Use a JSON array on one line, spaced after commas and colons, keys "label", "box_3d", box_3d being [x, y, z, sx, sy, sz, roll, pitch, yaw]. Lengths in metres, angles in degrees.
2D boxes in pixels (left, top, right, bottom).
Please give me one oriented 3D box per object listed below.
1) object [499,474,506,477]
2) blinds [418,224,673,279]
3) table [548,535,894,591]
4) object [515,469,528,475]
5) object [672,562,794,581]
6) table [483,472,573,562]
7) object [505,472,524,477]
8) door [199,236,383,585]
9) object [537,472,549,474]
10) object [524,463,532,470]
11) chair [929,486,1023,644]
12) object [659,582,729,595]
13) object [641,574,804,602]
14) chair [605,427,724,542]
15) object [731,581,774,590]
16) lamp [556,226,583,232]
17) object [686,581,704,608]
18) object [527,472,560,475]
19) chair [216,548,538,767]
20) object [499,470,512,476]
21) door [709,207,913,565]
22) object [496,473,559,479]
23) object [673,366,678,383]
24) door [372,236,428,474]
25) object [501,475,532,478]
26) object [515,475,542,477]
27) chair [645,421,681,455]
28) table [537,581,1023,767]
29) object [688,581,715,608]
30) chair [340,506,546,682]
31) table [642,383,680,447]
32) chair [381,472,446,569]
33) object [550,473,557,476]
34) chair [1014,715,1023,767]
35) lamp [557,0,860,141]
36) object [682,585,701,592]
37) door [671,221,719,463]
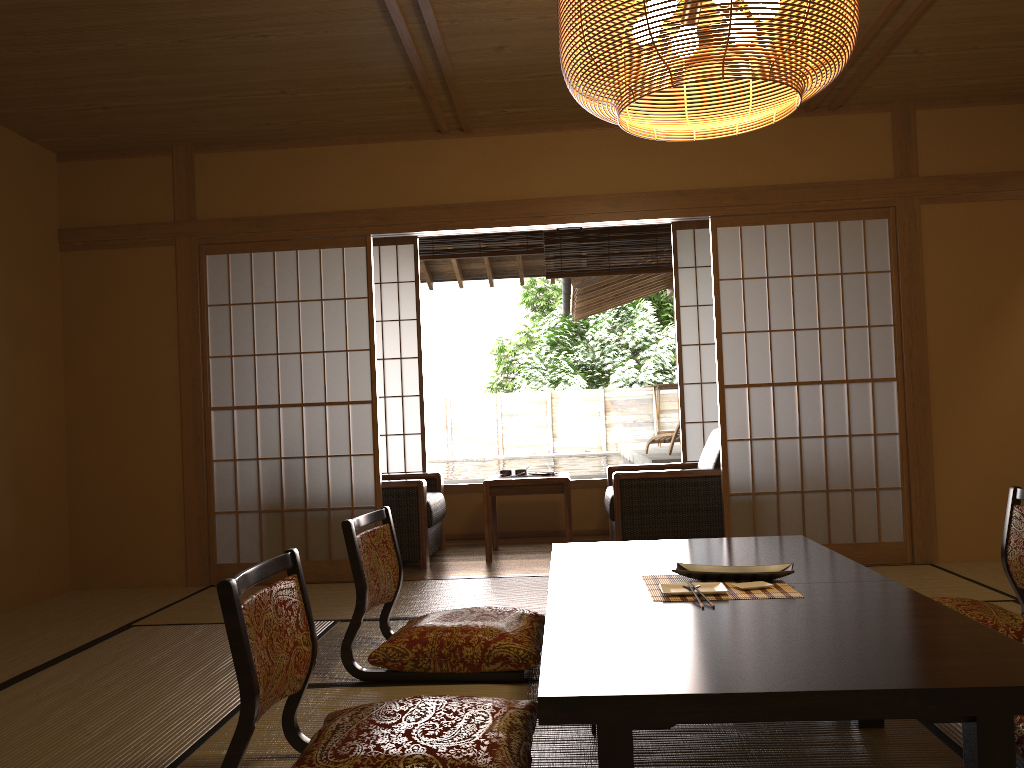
[{"label": "object", "box_3d": [-0.058, 0.590, 5.720, 0.015, 0.018, 0.050, -1, -3, -45]}, {"label": "blinds", "box_3d": [0.241, -1.085, 6.687, 1.932, 0.594, 0.048, -3, -1, 3]}, {"label": "table", "box_3d": [0.638, 0.783, 3.065, 0.995, 0.356, 0.995, -3, -2, 3]}, {"label": "object", "box_3d": [0.060, 0.579, 5.810, 0.084, 0.037, 0.084, -2, -2, -5]}, {"label": "object", "box_3d": [0.662, 0.565, 2.654, 0.349, 0.039, 0.129, -3, -2, 17]}, {"label": "table", "box_3d": [0.114, 0.843, 5.719, 0.540, 0.500, 0.540, -2, -2, 3]}, {"label": "object", "box_3d": [0.017, 0.582, 5.699, 0.130, 0.026, 0.038, -2, -2, -12]}, {"label": "door", "box_3d": [-1.249, 0.151, 5.026, 0.992, 1.933, 0.040, -2, -1, 3]}, {"label": "object", "box_3d": [0.190, 0.571, 5.725, 0.006, 0.007, 0.230, -2, -2, -22]}, {"label": "object", "box_3d": [0.081, 0.556, 5.824, 0.117, 0.068, 0.038, -1, -2, -31]}, {"label": "chair", "box_3d": [1.527, 0.649, 3.022, 0.699, 0.546, 0.583, -2, -2, 2]}, {"label": "object", "box_3d": [0.507, 0.577, 2.485, 0.180, 0.014, 0.130, -3, -2, 5]}, {"label": "object", "box_3d": [0.593, 0.585, 2.574, 0.401, 0.003, 0.398, -3, -2, 3]}, {"label": "chair", "box_3d": [1.061, 0.665, 5.627, 0.943, 0.779, 0.873, -2, -2, 3]}, {"label": "object", "box_3d": [0.681, 0.574, 2.511, 0.099, 0.012, 0.067, -2, -2, -13]}, {"label": "lamp", "box_3d": [0.356, -1.330, 5.699, 0.330, 0.681, 0.330, -2, -1, 3]}, {"label": "object", "box_3d": [0.494, 0.568, 2.398, 0.006, 0.030, 0.229, -2, -2, 1]}, {"label": "object", "box_3d": [0.204, 0.581, 5.737, 0.131, 0.015, 0.181, 0, -3, -41]}, {"label": "chair", "box_3d": [-0.280, 0.686, 2.100, 0.699, 0.546, 0.583, -2, -2, 2]}, {"label": "object", "box_3d": [-0.040, 0.583, 5.814, 0.084, 0.037, 0.084, -4, -3, 31]}, {"label": "door", "box_3d": [1.629, 0.024, 4.854, 0.992, 1.933, 0.040, -2, -1, 3]}, {"label": "object", "box_3d": [0.105, 0.593, 5.724, 0.401, 0.003, 0.300, -3, -2, 3]}, {"label": "object", "box_3d": [1.997, -0.116, 10.554, 0.176, 0.239, 0.176, -2, -2, -28]}, {"label": "door", "box_3d": [-1.166, -0.154, 6.695, 0.992, 1.872, 0.040, -2, -1, 3]}, {"label": "object", "box_3d": [0.044, 0.589, 5.657, 0.230, 0.007, 0.006, -2, -2, -7]}, {"label": "object", "box_3d": [0.074, 0.587, 5.640, 0.230, 0.007, 0.006, -2, -2, -1]}, {"label": "chair", "box_3d": [1.795, 0.224, 8.265, 0.677, 0.851, 1.227, -2, -2, -22]}, {"label": "table", "box_3d": [0.579, 0.744, 2.072, 0.995, 0.356, 0.995, -3, -2, 3]}, {"label": "object", "box_3d": [0.510, 0.567, 2.401, 0.006, 0.030, 0.229, -2, -2, -5]}, {"label": "chair", "box_3d": [-0.221, 0.729, 3.186, 0.687, 0.546, 0.583, -3, -2, 8]}, {"label": "table", "box_3d": [1.893, 0.373, 10.530, 0.669, 0.731, 0.670, -3, -2, 6]}, {"label": "chair", "box_3d": [-0.929, 0.752, 5.746, 0.943, 0.779, 0.873, -2, -2, 3]}, {"label": "object", "box_3d": [0.263, 0.573, 5.635, 0.050, 0.018, 0.015, -2, -2, -10]}, {"label": "chair", "box_3d": [1.480, 0.616, 2.171, 0.687, 0.546, 0.583, -3, -2, 8]}, {"label": "lamp", "box_3d": [0.519, -1.155, 2.440, 0.799, 0.825, 0.798, -3, -2, 27]}, {"label": "object", "box_3d": [0.500, 0.571, 2.471, 0.050, 0.018, 0.015, -2, -2, 0]}, {"label": "door", "box_3d": [1.714, -0.281, 6.523, 0.992, 1.872, 0.040, -2, -1, 3]}]
